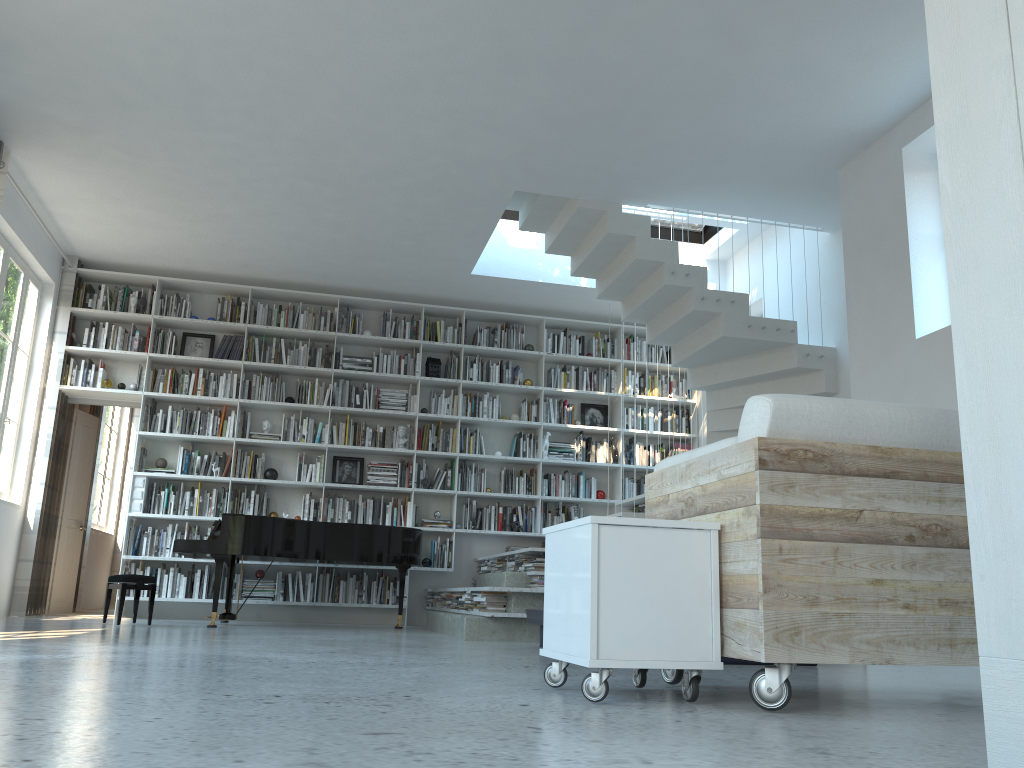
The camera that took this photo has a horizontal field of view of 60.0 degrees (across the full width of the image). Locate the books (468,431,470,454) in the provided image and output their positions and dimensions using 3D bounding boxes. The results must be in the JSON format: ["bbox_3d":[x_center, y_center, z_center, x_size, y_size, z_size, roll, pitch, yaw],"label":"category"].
[{"bbox_3d":[-0.445,0.609,8.904,0.013,0.255,0.145,5,-14,-12],"label":"books"}]

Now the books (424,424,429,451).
[{"bbox_3d":[-0.857,0.552,8.802,0.035,0.292,0.145,5,-13,-12],"label":"books"}]

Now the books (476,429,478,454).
[{"bbox_3d":[-0.368,0.606,8.919,0.006,0.273,0.167,5,-14,-12],"label":"books"}]

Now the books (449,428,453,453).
[{"bbox_3d":[-0.624,0.587,8.860,0.032,0.266,0.143,5,-14,-12],"label":"books"}]

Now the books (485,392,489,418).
[{"bbox_3d":[-0.266,0.247,9.030,0.027,0.294,0.160,5,-14,-12],"label":"books"}]

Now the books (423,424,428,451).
[{"bbox_3d":[-0.873,0.554,8.814,0.035,0.292,0.145,5,-13,-12],"label":"books"}]

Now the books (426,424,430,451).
[{"bbox_3d":[-0.848,0.556,8.819,0.035,0.292,0.145,5,-13,-12],"label":"books"}]

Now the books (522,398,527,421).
[{"bbox_3d":[0.127,0.291,9.101,0.015,0.267,0.164,5,-14,-12],"label":"books"}]

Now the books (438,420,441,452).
[{"bbox_3d":[-0.735,0.542,8.842,0.021,0.337,0.169,5,-13,-12],"label":"books"}]

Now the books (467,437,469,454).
[{"bbox_3d":[-0.458,0.637,8.889,0.014,0.192,0.147,5,-14,-12],"label":"books"}]

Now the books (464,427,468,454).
[{"bbox_3d":[-0.465,0.589,8.873,0.013,0.278,0.192,5,-14,-12],"label":"books"}]

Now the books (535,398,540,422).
[{"bbox_3d":[0.257,0.296,9.123,0.005,0.277,0.183,5,-14,-12],"label":"books"}]

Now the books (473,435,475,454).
[{"bbox_3d":[-0.395,0.632,8.898,0.007,0.211,0.158,5,-14,-12],"label":"books"}]

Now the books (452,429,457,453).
[{"bbox_3d":[-0.589,0.592,8.880,0.033,0.268,0.142,5,-14,-12],"label":"books"}]

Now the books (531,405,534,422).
[{"bbox_3d":[0.193,0.330,9.114,0.013,0.201,0.174,5,-14,-12],"label":"books"}]

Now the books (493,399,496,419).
[{"bbox_3d":[-0.194,0.282,9.030,0.021,0.231,0.183,5,-14,-12],"label":"books"}]

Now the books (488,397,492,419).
[{"bbox_3d":[-0.238,0.270,9.015,0.025,0.244,0.184,5,-14,-12],"label":"books"}]

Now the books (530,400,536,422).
[{"bbox_3d":[0.210,0.303,9.114,0.016,0.256,0.176,5,-14,-12],"label":"books"}]

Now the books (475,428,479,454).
[{"bbox_3d":[-0.358,0.600,8.923,0.013,0.286,0.159,5,-14,-12],"label":"books"}]

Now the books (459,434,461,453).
[{"bbox_3d":[-0.535,0.618,8.877,0.015,0.219,0.155,5,-14,-12],"label":"books"}]

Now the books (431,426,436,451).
[{"bbox_3d":[-0.796,0.571,8.840,0.035,0.277,0.139,5,-13,-12],"label":"books"}]

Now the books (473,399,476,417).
[{"bbox_3d":[-0.392,0.274,8.990,0.026,0.215,0.161,5,-14,-12],"label":"books"}]

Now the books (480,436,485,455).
[{"bbox_3d":[-0.305,0.639,8.907,0.051,0.209,0.177,5,-14,-12],"label":"books"}]

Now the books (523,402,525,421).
[{"bbox_3d":[0.111,0.310,9.105,0.012,0.231,0.154,5,-14,-12],"label":"books"}]

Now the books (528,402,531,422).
[{"bbox_3d":[0.165,0.317,9.118,0.016,0.227,0.160,5,-14,-12],"label":"books"}]

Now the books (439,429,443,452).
[{"bbox_3d":[-0.719,0.586,8.839,0.033,0.252,0.175,5,-14,-12],"label":"books"}]

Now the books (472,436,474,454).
[{"bbox_3d":[-0.407,0.634,8.903,0.014,0.208,0.157,5,-14,-12],"label":"books"}]

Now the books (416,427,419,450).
[{"bbox_3d":[-0.947,0.567,8.799,0.015,0.254,0.151,5,-14,-12],"label":"books"}]

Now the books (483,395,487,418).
[{"bbox_3d":[-0.288,0.254,8.996,0.030,0.262,0.182,5,-14,-12],"label":"books"}]

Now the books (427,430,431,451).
[{"bbox_3d":[-0.828,0.585,8.808,0.015,0.231,0.180,5,-14,-12],"label":"books"}]

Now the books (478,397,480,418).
[{"bbox_3d":[-0.352,0.264,8.988,0.022,0.237,0.165,5,-14,-12],"label":"books"}]

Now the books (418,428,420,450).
[{"bbox_3d":[-0.931,0.574,8.800,0.014,0.243,0.145,5,-14,-12],"label":"books"}]

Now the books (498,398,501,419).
[{"bbox_3d":[-0.136,0.279,9.057,0.034,0.253,0.161,5,-14,-12],"label":"books"}]

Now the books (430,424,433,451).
[{"bbox_3d":[-0.809,0.556,8.816,0.019,0.293,0.164,5,-14,-12],"label":"books"}]

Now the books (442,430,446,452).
[{"bbox_3d":[-0.691,0.588,8.820,0.027,0.241,0.189,5,-14,-12],"label":"books"}]

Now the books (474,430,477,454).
[{"bbox_3d":[-0.372,0.606,8.912,0.006,0.269,0.178,5,-14,-12],"label":"books"}]

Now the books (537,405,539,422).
[{"bbox_3d":[0.246,0.331,9.120,0.012,0.205,0.169,5,-14,-12],"label":"books"}]

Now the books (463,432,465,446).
[{"bbox_3d":[-0.496,0.612,8.898,0.007,0.243,0.146,5,-14,-12],"label":"books"}]

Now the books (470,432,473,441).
[{"bbox_3d":[-0.417,0.617,8.904,0.008,0.242,0.169,5,-14,-12],"label":"books"}]

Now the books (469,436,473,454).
[{"bbox_3d":[-0.424,0.634,8.871,0.017,0.191,0.192,5,-14,-12],"label":"books"}]

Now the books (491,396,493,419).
[{"bbox_3d":[-0.219,0.268,9.042,0.024,0.261,0.134,5,-14,-12],"label":"books"}]

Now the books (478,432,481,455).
[{"bbox_3d":[-0.339,0.620,8.931,0.007,0.253,0.161,5,-14,-12],"label":"books"}]

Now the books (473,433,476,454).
[{"bbox_3d":[-0.386,0.620,8.915,0.017,0.242,0.133,5,-14,-12],"label":"books"}]

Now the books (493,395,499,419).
[{"bbox_3d":[-0.168,0.262,9.028,0.024,0.271,0.170,5,-14,-12],"label":"books"}]

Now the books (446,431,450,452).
[{"bbox_3d":[-0.649,0.599,8.856,0.028,0.239,0.145,5,-14,-12],"label":"books"}]

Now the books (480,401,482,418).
[{"bbox_3d":[-0.331,0.289,8.997,0.025,0.193,0.171,5,-14,-12],"label":"books"}]

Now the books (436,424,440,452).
[{"bbox_3d":[-0.744,0.559,8.816,0.019,0.292,0.182,5,-14,-12],"label":"books"}]

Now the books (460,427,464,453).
[{"bbox_3d":[-0.512,0.584,8.879,0.035,0.287,0.192,5,-14,-12],"label":"books"}]

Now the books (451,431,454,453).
[{"bbox_3d":[-0.609,0.601,8.876,0.019,0.247,0.149,5,-14,-12],"label":"books"}]

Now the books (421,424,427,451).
[{"bbox_3d":[-0.883,0.551,8.801,0.035,0.292,0.145,5,-13,-12],"label":"books"}]

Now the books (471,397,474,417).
[{"bbox_3d":[-0.410,0.262,8.987,0.013,0.235,0.158,5,-14,-12],"label":"books"}]

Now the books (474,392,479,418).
[{"bbox_3d":[-0.367,0.240,8.983,0.014,0.279,0.178,5,-14,-12],"label":"books"}]

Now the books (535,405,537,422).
[{"bbox_3d":[0.223,0.329,9.110,0.013,0.204,0.174,5,-14,-12],"label":"books"}]

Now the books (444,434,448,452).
[{"bbox_3d":[-0.670,0.610,8.828,0.034,0.204,0.181,5,-14,-12],"label":"books"}]

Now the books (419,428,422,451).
[{"bbox_3d":[-0.919,0.576,8.814,0.013,0.246,0.177,5,-14,-12],"label":"books"}]

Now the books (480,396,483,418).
[{"bbox_3d":[-0.314,0.261,9.014,0.011,0.256,0.131,5,-14,-12],"label":"books"}]

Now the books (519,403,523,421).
[{"bbox_3d":[0.091,0.315,9.105,0.015,0.220,0.140,5,-14,-12],"label":"books"}]

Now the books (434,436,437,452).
[{"bbox_3d":[-0.774,0.621,8.837,0.030,0.180,0.132,5,-14,-12],"label":"books"}]
